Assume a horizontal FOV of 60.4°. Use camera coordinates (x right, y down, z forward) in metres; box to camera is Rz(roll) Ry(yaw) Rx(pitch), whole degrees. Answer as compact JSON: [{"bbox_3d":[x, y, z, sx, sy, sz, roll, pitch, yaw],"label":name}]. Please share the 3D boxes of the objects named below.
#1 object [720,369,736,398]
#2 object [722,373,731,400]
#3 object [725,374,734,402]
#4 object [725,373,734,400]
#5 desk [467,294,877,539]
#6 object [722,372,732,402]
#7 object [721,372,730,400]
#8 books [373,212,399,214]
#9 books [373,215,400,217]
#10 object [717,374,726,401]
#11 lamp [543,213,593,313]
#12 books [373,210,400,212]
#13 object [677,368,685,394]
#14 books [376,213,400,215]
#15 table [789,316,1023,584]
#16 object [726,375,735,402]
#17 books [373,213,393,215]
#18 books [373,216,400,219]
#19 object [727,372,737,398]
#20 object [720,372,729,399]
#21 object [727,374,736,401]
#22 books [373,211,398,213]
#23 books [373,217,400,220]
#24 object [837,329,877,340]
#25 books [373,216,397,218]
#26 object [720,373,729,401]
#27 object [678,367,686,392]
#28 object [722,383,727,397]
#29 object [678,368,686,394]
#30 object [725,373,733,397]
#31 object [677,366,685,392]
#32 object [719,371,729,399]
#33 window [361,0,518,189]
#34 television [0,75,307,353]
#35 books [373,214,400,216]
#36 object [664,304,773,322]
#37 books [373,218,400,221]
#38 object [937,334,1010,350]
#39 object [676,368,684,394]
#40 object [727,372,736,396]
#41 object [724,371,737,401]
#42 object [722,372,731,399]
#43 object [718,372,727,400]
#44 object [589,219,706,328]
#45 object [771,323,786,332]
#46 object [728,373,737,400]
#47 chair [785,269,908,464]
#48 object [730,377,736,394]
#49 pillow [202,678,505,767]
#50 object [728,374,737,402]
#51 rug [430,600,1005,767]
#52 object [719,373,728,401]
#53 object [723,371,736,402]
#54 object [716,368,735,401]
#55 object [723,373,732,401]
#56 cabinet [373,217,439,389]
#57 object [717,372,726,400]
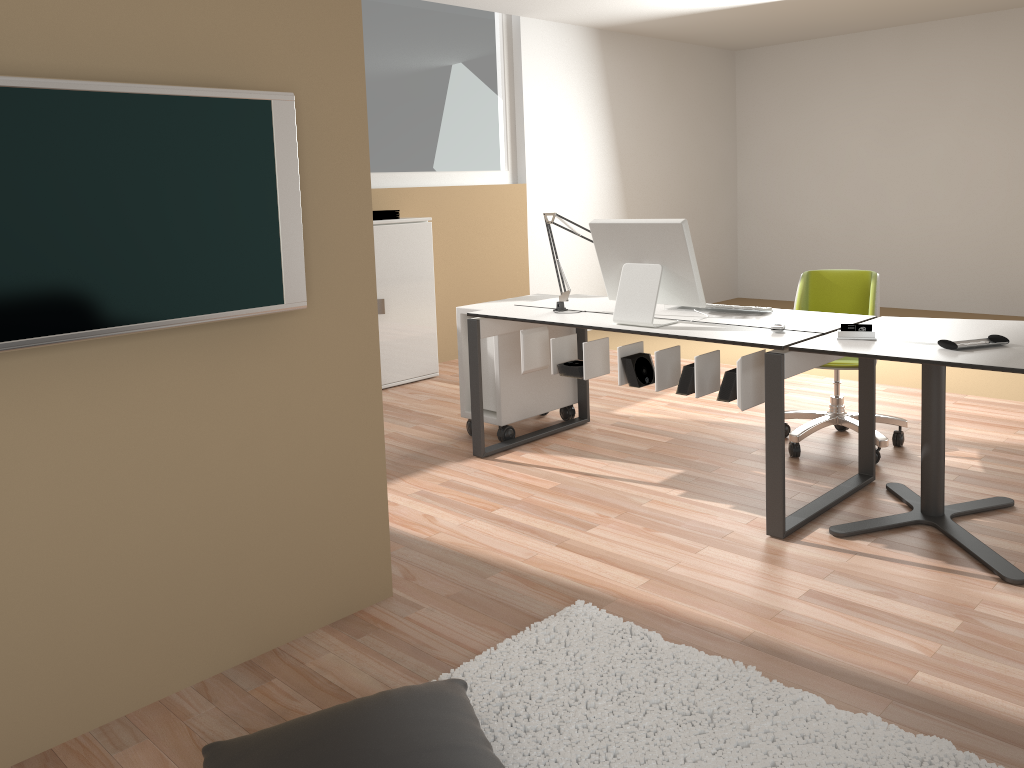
[{"bbox_3d":[0.818,-0.003,3.252,0.040,0.112,0.134,4,11,44],"label":"object"},{"bbox_3d":[0.825,-0.001,3.245,0.040,0.112,0.134,4,11,44],"label":"object"},{"bbox_3d":[0.835,0.000,3.236,0.040,0.112,0.134,4,11,44],"label":"object"},{"bbox_3d":[0.833,0.000,3.237,0.040,0.112,0.134,4,11,44],"label":"object"},{"bbox_3d":[0.650,0.032,3.897,1.612,0.676,0.813,9,15,44],"label":"desk"},{"bbox_3d":[0.827,-0.001,3.244,0.040,0.112,0.134,4,11,44],"label":"object"},{"bbox_3d":[0.822,-0.002,3.249,0.040,0.112,0.134,4,11,44],"label":"object"},{"bbox_3d":[-0.886,-1.139,5.853,0.158,0.007,0.225,10,17,43],"label":"books"},{"bbox_3d":[-0.883,-1.117,5.854,0.158,0.006,0.225,10,17,43],"label":"books"},{"bbox_3d":[0.812,-0.004,3.258,0.040,0.112,0.134,4,11,44],"label":"object"},{"bbox_3d":[0.412,-0.521,4.005,0.539,0.522,0.142,-1,6,10],"label":"lamp"},{"bbox_3d":[-0.883,-1.149,5.853,0.158,0.006,0.225,10,17,43],"label":"books"},{"bbox_3d":[0.687,-0.026,3.381,0.040,0.112,0.134,4,11,44],"label":"object"},{"bbox_3d":[-0.884,-1.128,5.852,0.225,0.006,0.158,-14,17,-43],"label":"books"},{"bbox_3d":[1.569,0.171,3.119,0.815,0.678,0.937,6,13,41],"label":"table"},{"bbox_3d":[0.838,0.001,3.233,0.040,0.112,0.134,4,11,44],"label":"object"},{"bbox_3d":[-0.886,-1.134,5.854,0.158,0.007,0.225,10,17,43],"label":"books"},{"bbox_3d":[-0.884,-1.106,5.855,0.158,0.006,0.225,10,17,43],"label":"books"},{"bbox_3d":[0.838,0.001,3.233,0.040,0.112,0.134,4,11,44],"label":"object"},{"bbox_3d":[0.818,-0.003,3.252,0.040,0.112,0.134,4,11,44],"label":"object"},{"bbox_3d":[0.840,0.001,3.231,0.040,0.112,0.134,4,11,44],"label":"object"},{"bbox_3d":[-0.883,-1.144,5.852,0.158,0.007,0.225,10,17,43],"label":"books"},{"bbox_3d":[-0.884,-1.100,5.855,0.158,0.006,0.225,10,17,43],"label":"books"},{"bbox_3d":[1.217,-0.188,3.108,0.130,0.055,0.050,2,10,20],"label":"object"},{"bbox_3d":[-0.885,-1.111,5.853,0.158,0.006,0.225,9,17,42],"label":"books"},{"bbox_3d":[0.820,-0.002,3.250,0.040,0.112,0.134,4,11,44],"label":"object"},{"bbox_3d":[0.688,-0.026,3.379,0.040,0.112,0.134,4,11,44],"label":"object"},{"bbox_3d":[0.823,-0.002,3.247,0.040,0.112,0.134,4,11,44],"label":"object"},{"bbox_3d":[0.690,-0.025,3.377,0.040,0.112,0.134,4,11,44],"label":"object"},{"bbox_3d":[0.831,0.000,3.239,0.040,0.112,0.134,4,11,44],"label":"object"},{"bbox_3d":[0.685,-0.026,3.382,0.040,0.112,0.134,4,11,44],"label":"object"},{"bbox_3d":[0.815,-0.003,3.255,0.040,0.112,0.134,4,11,44],"label":"object"},{"bbox_3d":[-1.262,-2.177,5.827,0.045,1.771,3.677,3,12,44],"label":"window"},{"bbox_3d":[-0.992,-0.381,1.948,0.054,0.570,1.188,3,12,44],"label":"television"},{"bbox_3d":[-0.884,-1.122,5.854,0.158,0.006,0.225,10,17,43],"label":"books"},{"bbox_3d":[0.836,-0.297,3.815,0.458,0.078,0.393,8,16,39],"label":"object"},{"bbox_3d":[-0.883,-1.095,5.855,0.158,0.007,0.225,10,17,43],"label":"books"},{"bbox_3d":[1.514,-0.138,2.889,0.216,0.030,0.091,-6,12,-15],"label":"object"},{"bbox_3d":[0.683,-0.027,3.384,0.040,0.112,0.134,4,11,44],"label":"object"},{"bbox_3d":[0.836,0.000,3.234,0.040,0.112,0.134,4,11,44],"label":"object"},{"bbox_3d":[0.832,0.000,3.239,0.040,0.112,0.134,4,11,44],"label":"object"},{"bbox_3d":[0.825,-0.002,3.246,0.040,0.112,0.134,4,11,44],"label":"object"},{"bbox_3d":[0.813,-0.003,3.257,0.040,0.112,0.134,4,11,44],"label":"object"},{"bbox_3d":[0.545,-0.462,3.602,0.469,0.425,0.199,7,11,44],"label":"object"},{"bbox_3d":[1.001,-0.213,3.312,0.047,0.021,0.085,3,13,23],"label":"object"},{"bbox_3d":[0.841,0.002,3.229,0.040,0.112,0.134,4,11,44],"label":"object"},{"bbox_3d":[1.528,-0.109,4.140,0.621,0.799,0.608,1,9,19],"label":"chair"},{"bbox_3d":[0.843,0.002,3.228,0.040,0.112,0.134,4,11,44],"label":"object"},{"bbox_3d":[-0.279,0.796,1.675,0.583,0.206,0.618,-6,13,-19],"label":"pillow"},{"bbox_3d":[0.843,0.002,3.228,0.040,0.112,0.134,4,11,44],"label":"object"},{"bbox_3d":[0.018,0.934,1.452,1.459,0.045,2.048,10,17,43],"label":"rug"},{"bbox_3d":[0.817,-0.003,3.253,0.040,0.112,0.134,4,11,44],"label":"object"},{"bbox_3d":[0.830,-0.001,3.241,0.040,0.112,0.134,4,11,44],"label":"object"},{"bbox_3d":[0.809,-0.004,3.261,0.040,0.112,0.134,4,11,44],"label":"object"},{"bbox_3d":[0.828,-0.001,3.242,0.040,0.112,0.134,4,11,44],"label":"object"},{"bbox_3d":[-1.170,-0.470,5.555,0.418,1.069,1.541,4,12,44],"label":"cabinet"},{"bbox_3d":[0.810,-0.004,3.260,0.040,0.112,0.134,4,11,44],"label":"object"}]
